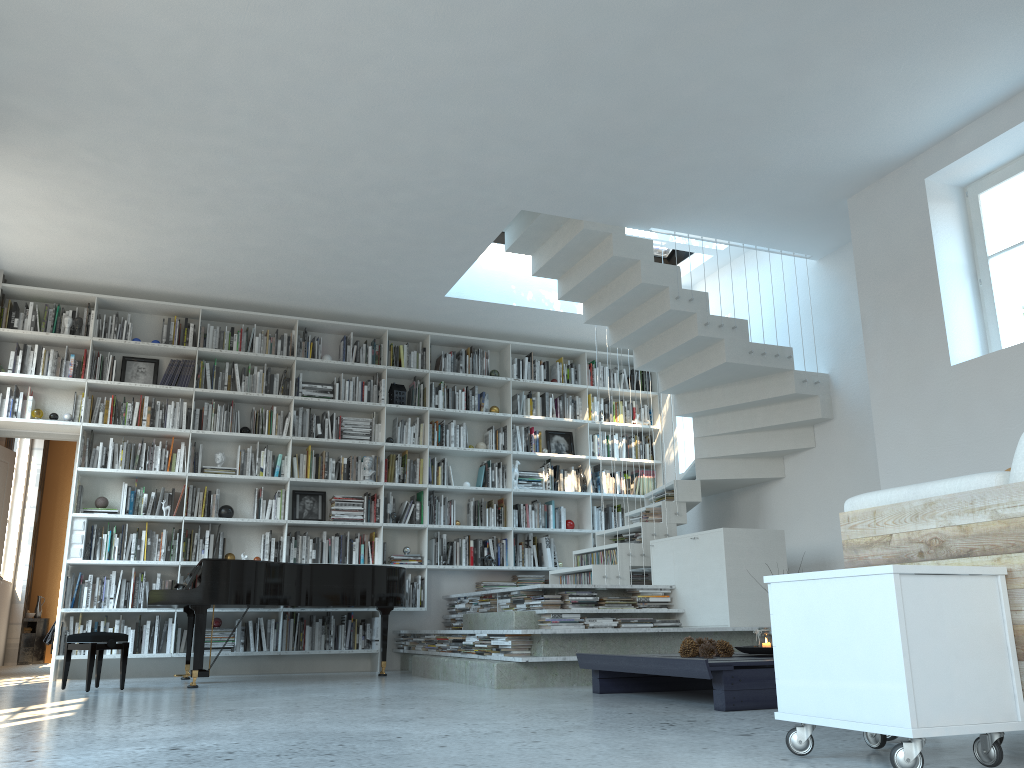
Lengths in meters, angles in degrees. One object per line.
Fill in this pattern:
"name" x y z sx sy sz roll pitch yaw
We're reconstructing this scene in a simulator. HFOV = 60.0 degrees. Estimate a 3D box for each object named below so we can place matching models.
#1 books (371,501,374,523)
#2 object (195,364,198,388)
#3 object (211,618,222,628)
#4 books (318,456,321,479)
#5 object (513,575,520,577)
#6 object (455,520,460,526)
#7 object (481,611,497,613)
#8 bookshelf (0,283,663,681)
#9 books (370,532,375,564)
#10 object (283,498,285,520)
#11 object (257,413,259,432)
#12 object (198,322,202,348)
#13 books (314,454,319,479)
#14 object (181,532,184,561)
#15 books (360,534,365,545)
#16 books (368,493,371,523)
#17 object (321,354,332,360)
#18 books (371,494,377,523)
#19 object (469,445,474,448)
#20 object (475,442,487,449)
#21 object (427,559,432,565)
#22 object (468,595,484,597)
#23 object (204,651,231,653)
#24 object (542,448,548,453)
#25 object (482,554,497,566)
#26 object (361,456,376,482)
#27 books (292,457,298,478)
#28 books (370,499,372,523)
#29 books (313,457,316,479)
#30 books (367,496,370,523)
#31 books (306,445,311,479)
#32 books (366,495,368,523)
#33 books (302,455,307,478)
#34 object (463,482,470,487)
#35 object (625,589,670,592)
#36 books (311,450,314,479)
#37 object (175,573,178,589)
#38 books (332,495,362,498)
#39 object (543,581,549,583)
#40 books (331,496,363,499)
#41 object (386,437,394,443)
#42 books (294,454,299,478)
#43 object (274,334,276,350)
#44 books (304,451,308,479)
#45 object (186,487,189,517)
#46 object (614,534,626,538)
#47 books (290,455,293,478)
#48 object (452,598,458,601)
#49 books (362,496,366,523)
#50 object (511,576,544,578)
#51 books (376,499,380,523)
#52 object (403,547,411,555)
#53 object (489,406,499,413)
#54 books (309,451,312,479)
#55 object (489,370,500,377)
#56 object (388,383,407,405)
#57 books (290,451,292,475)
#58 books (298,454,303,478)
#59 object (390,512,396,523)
"books" -1.296 1.192 8.154 0.021 0.216 0.132 5 -16 -21
"object" -2.800 -0.031 7.854 0.012 0.253 0.161 5 -16 -21
"object" -2.465 1.995 7.404 0.086 0.087 0.086 14 -21 -42
"books" -1.761 0.785 8.055 0.012 0.227 0.170 5 -16 -21
"object" 0.153 1.859 8.571 0.254 0.005 0.161 5 -16 -20
"object" -0.524 1.329 8.408 0.071 0.072 0.072 -8 -17 26
"object" -0.137 1.900 7.381 0.145 0.010 0.267 7 -17 -25
"bookshelf" -1.414 0.999 8.078 6.299 3.132 0.331 5 -16 -21
"books" -1.276 1.506 8.075 0.011 0.299 0.149 5 -16 -21
"object" -2.036 1.126 7.879 0.017 0.215 0.104 5 -16 -21
"object" -2.294 0.385 7.960 0.010 0.225 0.143 5 -16 -21
"object" -2.804 -0.400 7.952 0.012 0.284 0.160 5 -16 -21
"books" -1.788 0.773 8.070 0.028 0.258 0.135 5 -16 -21
"object" -2.783 1.384 7.482 0.012 0.253 0.161 5 -16 -21
"books" -1.363 1.508 8.048 0.010 0.283 0.132 5 -16 -21
"books" -1.321 1.155 8.148 0.011 0.287 0.152 5 -16 -21
"object" -1.734 -0.225 8.295 0.105 0.105 0.105 14 -21 -42
"books" -1.275 1.159 8.152 0.011 0.278 0.186 5 -16 -21
"object" -0.403 0.629 8.631 0.068 0.068 0.068 14 -21 -42
"object" -0.305 0.625 8.699 0.112 0.112 0.112 14 -21 -42
"object" -0.779 1.655 8.209 0.071 0.072 0.072 -8 -17 26
"object" -0.250 1.836 7.672 0.159 0.007 0.286 6 -17 -24
"object" -2.473 2.227 7.377 0.254 0.007 0.161 5 -16 -18
"object" 0.316 0.686 8.910 0.091 0.092 0.092 -8 -17 26
"object" -0.216 1.648 8.279 0.161 0.113 0.065 10 -18 -33
"object" -1.315 0.783 8.092 0.138 0.243 0.137 -10 -18 32
"books" -1.956 0.774 7.970 0.053 0.208 0.156 5 -16 -21
"books" -1.312 1.184 8.151 0.013 0.232 0.134 5 -16 -21
"books" -1.810 0.784 8.051 0.024 0.228 0.148 5 -16 -21
"books" -1.332 1.169 8.140 0.013 0.255 0.163 5 -16 -21
"books" -1.846 0.727 8.009 0.014 0.316 0.188 5 -16 -21
"books" -1.349 1.162 8.123 0.011 0.260 0.184 5 -16 -21
"books" -1.887 0.770 8.016 0.029 0.239 0.156 5 -16 -21
"object" -0.435 0.972 8.501 0.071 0.072 0.072 -8 -17 26
"object" 1.022 1.550 6.701 0.284 0.030 0.177 5 -16 -21
"books" -1.817 0.752 8.031 0.010 0.280 0.171 5 -16 -21
"object" -2.808 1.730 7.402 0.017 0.289 0.089 5 -16 -21
"books" -1.508 1.035 8.095 0.254 0.012 0.161 4 -16 -17
"object" 0.495 1.941 8.695 0.328 0.008 0.208 5 -17 -21
"books" -1.508 1.048 8.094 0.254 0.012 0.161 6 -17 -24
"object" -1.140 0.532 8.271 0.071 0.072 0.072 -8 -17 26
"books" -1.944 0.762 7.991 0.042 0.241 0.162 5 -16 -21
"object" -2.195 -0.324 8.181 0.010 0.246 0.157 5 -16 -21
"books" -1.873 0.753 8.040 0.010 0.283 0.137 5 -16 -21
"object" -2.781 1.028 7.592 0.012 0.269 0.131 5 -16 -21
"object" 1.022 1.361 7.941 0.161 0.025 0.175 4 -16 -17
"books" -1.995 0.765 7.984 0.011 0.234 0.142 5 -16 -21
"object" -0.456 1.998 8.209 0.131 0.024 0.291 5 -16 -19
"books" -1.361 1.165 8.120 0.012 0.253 0.161 5 -16 -21
"object" 0.152 1.865 8.572 0.285 0.005 0.160 5 -17 -21
"books" -1.250 1.183 8.144 0.034 0.228 0.200 5 -16 -21
"object" -0.959 1.518 8.083 0.071 0.072 0.072 -8 -17 26
"object" -0.174 0.266 8.759 0.101 0.101 0.100 14 -21 -42
"books" -1.833 0.753 8.007 0.015 0.266 0.189 5 -16 -21
"object" -0.176 -0.091 8.847 0.104 0.105 0.104 -8 -17 26
"object" -1.091 0.112 8.437 0.135 0.247 0.136 8 -17 -31
"books" -2.006 0.741 7.987 0.010 0.281 0.140 5 -16 -21
"books" -1.915 0.765 8.012 0.026 0.247 0.139 5 -16 -21
"object" -1.074 1.215 8.049 0.054 0.113 0.079 6 -16 -22
